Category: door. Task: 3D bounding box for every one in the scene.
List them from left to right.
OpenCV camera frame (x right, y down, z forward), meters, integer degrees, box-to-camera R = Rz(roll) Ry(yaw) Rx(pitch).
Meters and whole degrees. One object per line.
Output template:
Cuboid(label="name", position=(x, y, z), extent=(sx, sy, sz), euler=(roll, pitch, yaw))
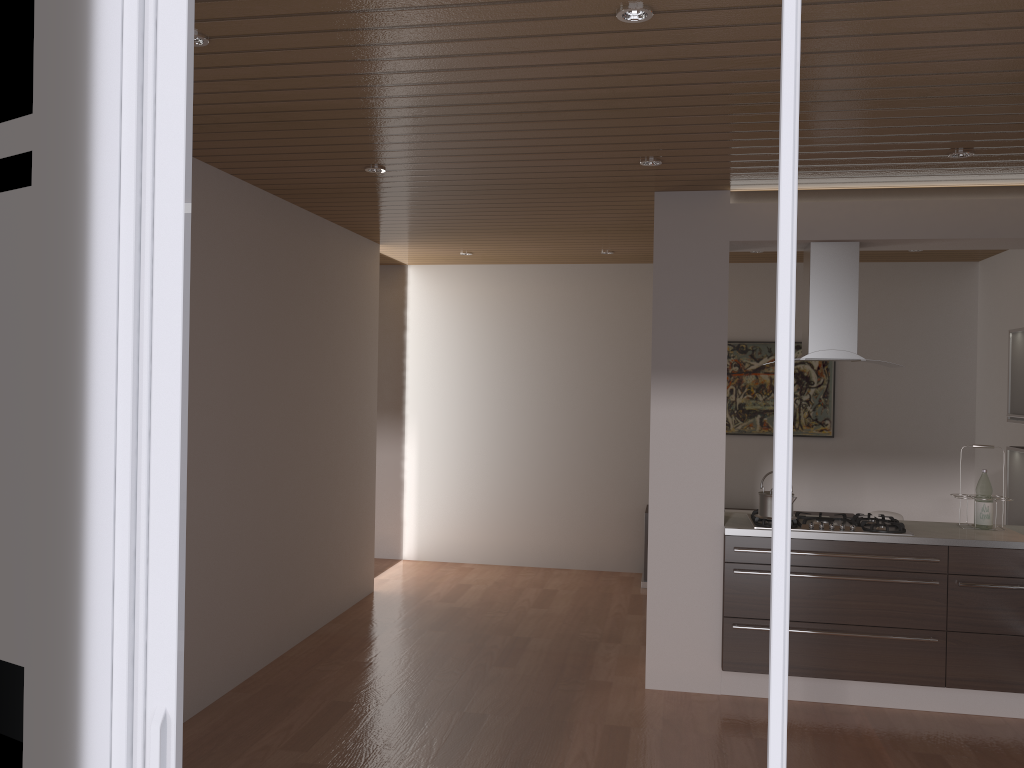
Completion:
Cuboid(label="door", position=(0.430, 0.318, 1.419), extent=(2.300, 2.700, 0.101), euler=(1, 0, 10))

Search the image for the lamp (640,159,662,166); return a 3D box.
Cuboid(label="lamp", position=(0.651, -1.059, 4.150), extent=(0.102, 0.055, 0.102), euler=(1, 0, -6))

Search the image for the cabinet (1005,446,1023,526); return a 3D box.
Cuboid(label="cabinet", position=(3.193, 0.701, 5.409), extent=(0.194, 0.600, 0.598), euler=(1, 0, 10))

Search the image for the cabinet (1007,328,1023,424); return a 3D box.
Cuboid(label="cabinet", position=(3.144, -0.050, 5.398), extent=(0.172, 0.600, 0.619), euler=(1, 0, -4))

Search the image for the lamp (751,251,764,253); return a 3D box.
Cuboid(label="lamp", position=(1.896, -1.050, 6.868), extent=(0.102, 0.055, 0.102), euler=(1, 0, 27))

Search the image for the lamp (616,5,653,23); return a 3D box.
Cuboid(label="lamp", position=(0.344, -1.057, 2.479), extent=(0.102, 0.055, 0.102), euler=(1, 0, -6))

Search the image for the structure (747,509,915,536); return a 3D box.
Cuboid(label="structure", position=(1.713, 0.747, 4.850), extent=(0.797, 0.047, 0.494), euler=(1, 0, 10))

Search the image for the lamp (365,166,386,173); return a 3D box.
Cuboid(label="lamp", position=(-0.677, -1.084, 4.394), extent=(0.102, 0.055, 0.102), euler=(1, 0, -18))

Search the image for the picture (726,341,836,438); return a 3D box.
Cuboid(label="picture", position=(2.079, 0.039, 7.548), extent=(1.277, 0.801, 0.018), euler=(1, 0, 10))

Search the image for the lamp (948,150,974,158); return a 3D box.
Cuboid(label="lamp", position=(1.978, -1.034, 3.906), extent=(0.102, 0.055, 0.102), euler=(1, 0, -18))

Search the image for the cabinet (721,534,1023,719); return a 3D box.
Cuboid(label="cabinet", position=(2.106, 1.251, 4.136), extent=(2.150, 0.870, 1.850), euler=(1, 0, 10))

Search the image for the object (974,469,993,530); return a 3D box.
Cuboid(label="object", position=(2.555, 0.623, 4.801), extent=(0.091, 0.319, 0.091), euler=(1, 0, -45))

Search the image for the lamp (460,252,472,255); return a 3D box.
Cuboid(label="lamp", position=(-0.376, -1.093, 7.285), extent=(0.102, 0.055, 0.102), euler=(1, 0, -6))

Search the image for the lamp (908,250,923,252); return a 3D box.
Cuboid(label="lamp", position=(3.032, -1.028, 6.659), extent=(0.102, 0.055, 0.102), euler=(1, 0, 27))

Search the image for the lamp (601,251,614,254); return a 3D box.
Cuboid(label="lamp", position=(0.760, -1.071, 7.076), extent=(0.102, 0.055, 0.102), euler=(1, 0, -6))

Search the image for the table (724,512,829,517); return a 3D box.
Cuboid(label="table", position=(1.708, 1.292, 5.709), extent=(0.800, 0.758, 1.100), euler=(1, 0, 10))

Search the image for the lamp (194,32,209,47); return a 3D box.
Cuboid(label="lamp", position=(-0.984, -1.082, 2.723), extent=(0.102, 0.055, 0.102), euler=(1, 0, -6))

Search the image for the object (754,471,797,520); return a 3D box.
Cuboid(label="object", position=(1.425, 0.594, 4.785), extent=(0.221, 0.251, 0.221), euler=(1, 0, 3))

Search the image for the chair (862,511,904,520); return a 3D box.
Cuboid(label="chair", position=(2.201, 1.256, 5.709), extent=(0.608, 0.847, 0.491), euler=(1, 0, -20))

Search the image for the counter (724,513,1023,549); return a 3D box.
Cuboid(label="counter", position=(2.114, 0.798, 4.134), extent=(2.150, 0.036, 1.850), euler=(1, 0, 10))

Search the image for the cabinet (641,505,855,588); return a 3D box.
Cuboid(label="cabinet", position=(1.955, 1.364, 7.292), extent=(1.740, 0.608, 0.540), euler=(1, 0, 10))

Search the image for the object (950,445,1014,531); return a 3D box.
Cuboid(label="object", position=(2.570, 0.559, 4.852), extent=(0.291, 0.453, 0.210), euler=(1, 0, 15))

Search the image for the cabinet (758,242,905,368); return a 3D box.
Cuboid(label="cabinet", position=(2.239, -0.277, 4.164), extent=(2.058, 1.032, 1.399), euler=(1, 0, 14))
